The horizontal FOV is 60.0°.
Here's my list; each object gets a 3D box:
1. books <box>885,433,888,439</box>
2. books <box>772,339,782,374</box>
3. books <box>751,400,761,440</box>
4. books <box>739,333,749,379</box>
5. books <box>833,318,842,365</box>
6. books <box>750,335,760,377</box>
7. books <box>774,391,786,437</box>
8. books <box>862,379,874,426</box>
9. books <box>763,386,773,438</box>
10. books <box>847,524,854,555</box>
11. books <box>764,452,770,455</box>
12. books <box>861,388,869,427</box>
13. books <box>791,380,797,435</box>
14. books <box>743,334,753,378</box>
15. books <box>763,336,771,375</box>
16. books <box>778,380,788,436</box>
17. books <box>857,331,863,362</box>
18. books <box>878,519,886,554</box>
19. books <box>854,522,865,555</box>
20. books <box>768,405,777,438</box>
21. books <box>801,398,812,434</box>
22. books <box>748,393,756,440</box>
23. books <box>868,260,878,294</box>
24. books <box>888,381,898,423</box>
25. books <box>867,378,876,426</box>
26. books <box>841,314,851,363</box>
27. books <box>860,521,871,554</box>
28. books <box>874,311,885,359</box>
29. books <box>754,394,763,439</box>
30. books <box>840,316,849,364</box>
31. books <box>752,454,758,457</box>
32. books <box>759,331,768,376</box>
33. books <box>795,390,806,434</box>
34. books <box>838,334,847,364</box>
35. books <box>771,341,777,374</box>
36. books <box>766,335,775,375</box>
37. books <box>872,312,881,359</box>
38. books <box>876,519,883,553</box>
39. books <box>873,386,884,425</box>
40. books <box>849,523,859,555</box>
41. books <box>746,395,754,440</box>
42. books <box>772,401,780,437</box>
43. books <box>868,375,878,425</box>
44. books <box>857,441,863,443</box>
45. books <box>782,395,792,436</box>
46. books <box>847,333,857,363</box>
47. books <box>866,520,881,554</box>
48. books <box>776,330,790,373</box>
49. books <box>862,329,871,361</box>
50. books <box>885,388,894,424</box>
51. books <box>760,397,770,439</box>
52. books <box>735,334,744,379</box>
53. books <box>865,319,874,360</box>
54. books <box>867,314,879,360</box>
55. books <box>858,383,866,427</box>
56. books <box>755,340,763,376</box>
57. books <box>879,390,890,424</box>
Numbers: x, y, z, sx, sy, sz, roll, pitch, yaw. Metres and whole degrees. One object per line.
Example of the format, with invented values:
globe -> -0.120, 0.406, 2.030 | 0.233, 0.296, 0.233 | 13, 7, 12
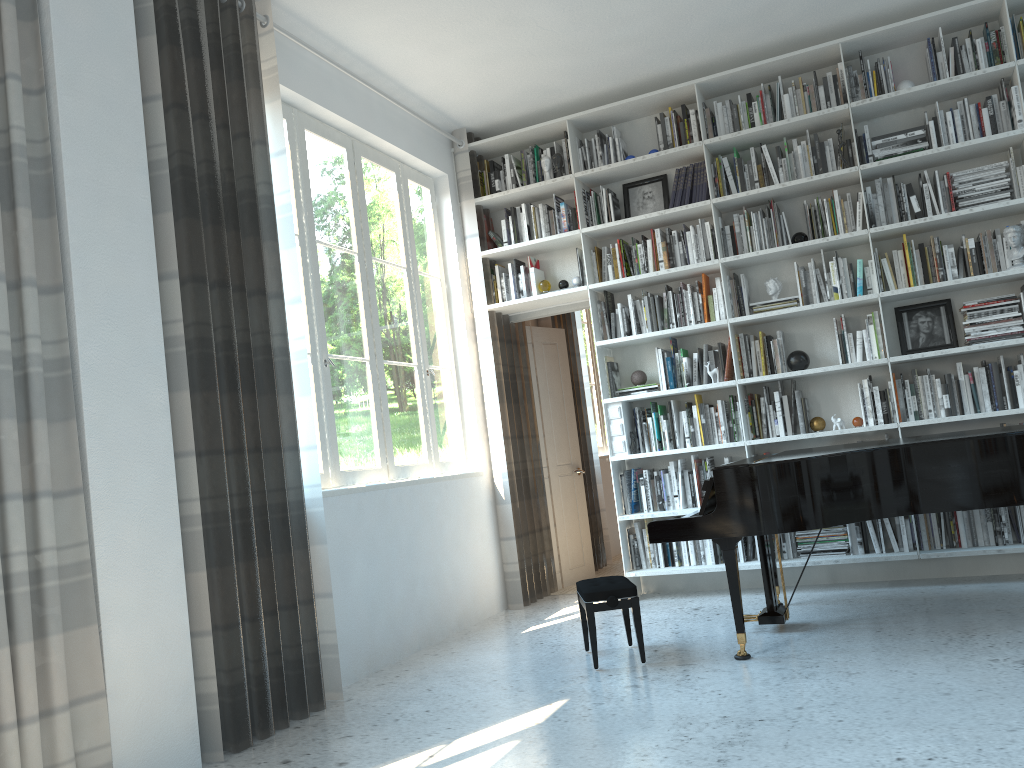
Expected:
books -> 2.181, 0.444, 5.108 | 0.013, 0.319, 0.173 | -9, -5, 23
books -> 1.616, -0.158, 5.369 | 0.028, 0.216, 0.175 | -9, -5, 23
books -> 1.499, 0.218, 5.412 | 0.030, 0.239, 0.157 | -9, -5, 23
books -> 1.439, -0.164, 5.454 | 0.025, 0.284, 0.145 | -9, -5, 23
books -> 1.931, -0.243, 5.242 | 0.012, 0.285, 0.159 | -9, -5, 23
books -> 1.491, -0.162, 5.429 | 0.036, 0.263, 0.166 | -9, -5, 23
books -> 1.625, 0.182, 5.354 | 0.027, 0.269, 0.185 | -9, -5, 23
books -> 2.076, 0.110, 5.163 | 0.027, 0.269, 0.159 | -9, -5, 23
books -> 1.563, 0.170, 5.384 | 0.014, 0.313, 0.166 | -9, -5, 23
books -> 1.974, 0.863, 5.184 | 0.012, 0.254, 0.161 | -9, -5, 23
books -> 1.566, 0.560, 5.386 | 0.013, 0.287, 0.161 | -9, -5, 23
books -> 2.067, 0.136, 5.186 | 0.015, 0.225, 0.148 | -9, -5, 23
books -> 1.694, 0.141, 5.326 | 0.050, 0.328, 0.166 | -9, -5, 23
books -> 1.465, -0.163, 5.448 | 0.026, 0.274, 0.154 | -9, -5, 23
books -> 1.563, -0.163, 5.401 | 0.014, 0.243, 0.153 | -9, -5, 23
books -> 1.649, 0.146, 5.372 | 0.013, 0.338, 0.138 | -9, -5, 23
books -> 2.037, -0.212, 5.190 | 0.057, 0.188, 0.156 | -9, -5, 23
books -> 2.127, 0.827, 5.111 | 0.012, 0.274, 0.180 | -9, -5, 23
books -> 2.026, 0.881, 5.164 | 0.029, 0.202, 0.178 | -9, -5, 23
books -> 1.589, 0.225, 5.377 | 0.024, 0.195, 0.157 | -9, -5, 23
books -> 1.764, 0.190, 5.309 | 0.023, 0.212, 0.160 | -9, -5, 23
books -> 1.478, 0.199, 5.425 | 0.013, 0.283, 0.146 | -9, -5, 23
books -> 2.113, -0.607, 5.182 | 0.026, 0.217, 0.126 | -9, -5, 23
books -> 2.209, 0.106, 5.142 | 0.019, 0.241, 0.107 | -9, -5, 23
books -> 2.098, 0.104, 5.169 | 0.010, 0.277, 0.155 | -9, -5, 23
books -> 1.975, -0.256, 5.227 | 0.012, 0.298, 0.166 | -9, -5, 23
books -> 2.054, 0.859, 5.165 | 0.028, 0.237, 0.136 | -9, -5, 23
books -> 2.132, -0.274, 5.143 | 0.021, 0.281, 0.162 | -9, -5, 23
books -> 1.513, 0.198, 5.398 | 0.012, 0.272, 0.181 | -9, -5, 23
books -> 1.967, -0.251, 5.234 | 0.011, 0.291, 0.156 | -9, -5, 23
books -> 1.504, 0.571, 5.417 | 0.012, 0.285, 0.159 | -9, -5, 23
books -> 1.534, -0.176, 5.391 | 0.026, 0.274, 0.190 | -9, -5, 23
books -> 1.732, 0.169, 5.307 | 0.027, 0.261, 0.163 | -9, -5, 23
books -> 1.952, -0.197, 5.227 | 0.025, 0.186, 0.154 | -9, -5, 23
books -> 1.600, -0.151, 5.380 | 0.011, 0.207, 0.180 | -9, -5, 23
books -> 1.588, -0.168, 5.408 | 0.028, 0.247, 0.142 | -9, -5, 23
books -> 2.116, -0.271, 5.147 | 0.011, 0.278, 0.187 | -9, -5, 23
books -> 2.122, 0.850, 5.121 | 0.011, 0.231, 0.174 | -9, -5, 23
books -> 2.126, 0.127, 5.142 | 0.029, 0.220, 0.153 | -9, -5, 23
books -> 1.999, 0.854, 5.190 | 0.031, 0.265, 0.144 | -9, -5, 23
books -> 1.471, 0.205, 5.439 | 0.013, 0.275, 0.147 | -9, -5, 23
books -> 1.607, 0.212, 5.365 | 0.021, 0.215, 0.172 | -9, -5, 23
books -> 2.106, 0.096, 5.161 | 0.014, 0.290, 0.132 | -9, -5, 23
books -> 2.056, 0.479, 5.187 | 0.025, 0.294, 0.134 | -9, -5, 23
books -> 1.670, 0.191, 5.353 | 0.029, 0.240, 0.135 | -9, -5, 23
books -> 2.004, -0.202, 5.220 | 0.030, 0.182, 0.154 | -9, -5, 23
books -> 2.089, 0.845, 5.138 | 0.063, 0.253, 0.177 | -9, -5, 23
books -> 1.644, -0.187, 5.374 | 0.028, 0.265, 0.144 | -9, -5, 23
books -> 2.075, -0.217, 5.178 | 0.024, 0.188, 0.172 | -9, -5, 23
books -> 2.182, 0.129, 5.125 | 0.024, 0.200, 0.158 | -9, -5, 23
books -> 1.542, 0.206, 5.394 | 0.042, 0.248, 0.162 | -9, -5, 23
books -> 1.415, -0.160, 5.475 | 0.012, 0.285, 0.159 | -9, -5, 23
books -> 2.084, -0.248, 5.163 | 0.012, 0.244, 0.171 | -9, -5, 23
books -> 2.103, -0.263, 5.163 | 0.027, 0.269, 0.178 | -9, -5, 23
books -> 2.050, 0.123, 5.185 | 0.012, 0.254, 0.161 | -9, -5, 23
books -> 1.522, -0.149, 5.419 | 0.025, 0.228, 0.153 | -9, -5, 23
books -> 2.163, 0.136, 5.148 | 0.031, 0.194, 0.142 | -9, -5, 23
